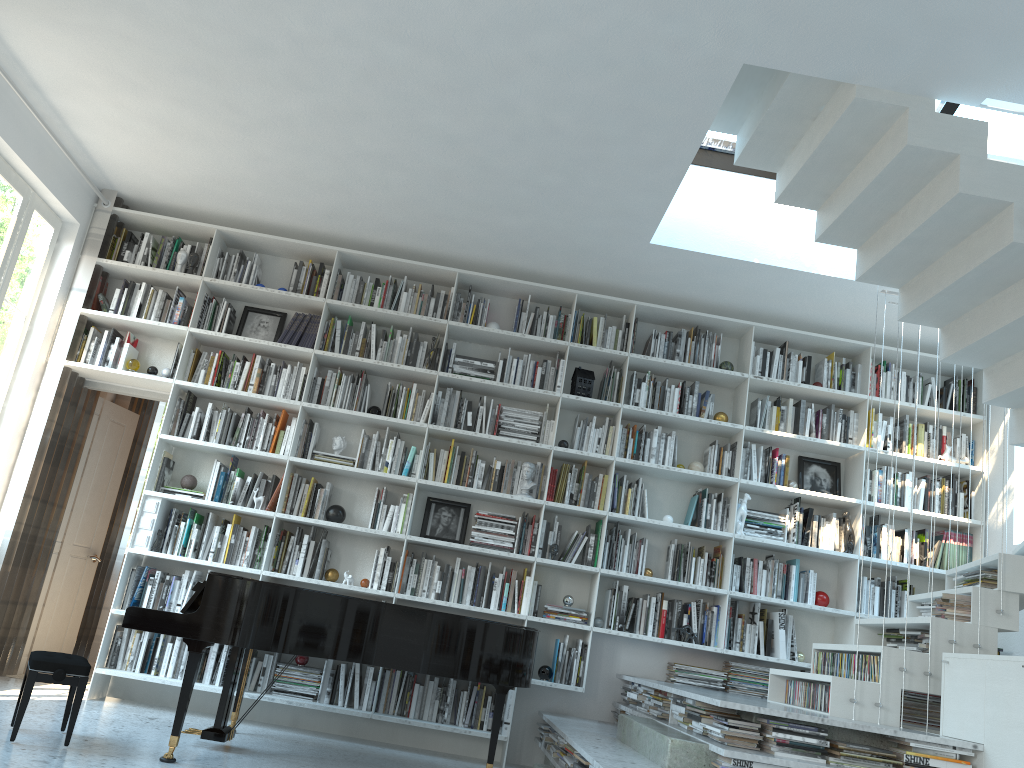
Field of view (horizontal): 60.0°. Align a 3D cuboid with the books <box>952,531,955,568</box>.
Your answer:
[{"bbox_3d":[2.971,1.159,6.065,0.018,0.292,0.170,10,-15,-1],"label":"books"}]

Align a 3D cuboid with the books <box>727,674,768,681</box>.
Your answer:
[{"bbox_3d":[1.525,1.911,5.778,0.254,0.005,0.161,10,-16,-1],"label":"books"}]

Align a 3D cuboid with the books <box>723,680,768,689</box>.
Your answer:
[{"bbox_3d":[1.521,1.954,5.757,0.254,0.007,0.161,11,-16,-5],"label":"books"}]

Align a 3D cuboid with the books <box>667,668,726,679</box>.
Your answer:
[{"bbox_3d":[1.197,1.878,5.759,0.345,0.007,0.194,9,-16,0],"label":"books"}]

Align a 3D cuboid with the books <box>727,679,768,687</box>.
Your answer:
[{"bbox_3d":[1.523,1.943,5.767,0.254,0.007,0.161,10,-16,0],"label":"books"}]

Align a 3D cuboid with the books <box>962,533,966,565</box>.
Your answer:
[{"bbox_3d":[3.043,1.171,6.062,0.018,0.292,0.170,10,-15,-1],"label":"books"}]

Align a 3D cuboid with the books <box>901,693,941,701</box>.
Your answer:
[{"bbox_3d":[2.682,2.052,5.816,0.254,0.009,0.161,9,-16,2],"label":"books"}]

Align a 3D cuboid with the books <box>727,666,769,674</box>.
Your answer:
[{"bbox_3d":[1.537,1.862,5.781,0.254,0.005,0.161,11,-16,-6],"label":"books"}]

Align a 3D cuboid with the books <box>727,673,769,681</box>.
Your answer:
[{"bbox_3d":[1.526,1.904,5.776,0.285,0.005,0.160,11,-16,-3],"label":"books"}]

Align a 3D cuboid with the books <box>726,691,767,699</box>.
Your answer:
[{"bbox_3d":[1.509,2.013,5.743,0.254,0.007,0.161,9,-16,1],"label":"books"}]

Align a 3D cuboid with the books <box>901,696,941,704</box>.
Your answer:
[{"bbox_3d":[2.678,2.070,5.814,0.254,0.009,0.161,9,-16,1],"label":"books"}]

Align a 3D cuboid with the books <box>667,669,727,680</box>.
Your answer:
[{"bbox_3d":[1.196,1.884,5.754,0.346,0.007,0.194,11,-16,-4],"label":"books"}]

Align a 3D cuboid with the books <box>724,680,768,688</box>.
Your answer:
[{"bbox_3d":[1.522,1.947,5.759,0.285,0.007,0.160,11,-16,-5],"label":"books"}]

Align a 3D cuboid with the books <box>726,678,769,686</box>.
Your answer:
[{"bbox_3d":[1.525,1.934,5.760,0.285,0.007,0.160,11,-16,-6],"label":"books"}]

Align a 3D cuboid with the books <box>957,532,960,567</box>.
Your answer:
[{"bbox_3d":[3.007,1.165,6.062,0.018,0.292,0.170,10,-15,-1],"label":"books"}]

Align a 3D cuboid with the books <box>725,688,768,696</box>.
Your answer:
[{"bbox_3d":[1.512,1.995,5.755,0.254,0.007,0.161,10,-16,-1],"label":"books"}]

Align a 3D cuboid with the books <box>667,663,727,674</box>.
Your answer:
[{"bbox_3d":[1.201,1.849,5.767,0.346,0.007,0.194,11,-16,-3],"label":"books"}]

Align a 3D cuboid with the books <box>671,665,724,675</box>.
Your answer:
[{"bbox_3d":[1.200,1.857,5.765,0.308,0.008,0.195,9,-16,0],"label":"books"}]

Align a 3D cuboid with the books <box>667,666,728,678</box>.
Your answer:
[{"bbox_3d":[1.198,1.868,5.753,0.346,0.007,0.194,11,-16,-6],"label":"books"}]

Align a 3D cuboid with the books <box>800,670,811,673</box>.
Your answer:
[{"bbox_3d":[2.025,1.901,5.773,0.204,0.035,0.267,10,-16,0],"label":"books"}]

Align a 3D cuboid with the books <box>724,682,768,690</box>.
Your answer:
[{"bbox_3d":[1.520,1.961,5.760,0.285,0.007,0.160,9,-16,0],"label":"books"}]

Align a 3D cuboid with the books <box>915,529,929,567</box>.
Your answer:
[{"bbox_3d":[2.793,1.139,6.068,0.026,0.277,0.170,10,-15,-1],"label":"books"}]

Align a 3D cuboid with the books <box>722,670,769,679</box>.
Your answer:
[{"bbox_3d":[1.528,1.895,5.781,0.285,0.005,0.160,10,-16,0],"label":"books"}]

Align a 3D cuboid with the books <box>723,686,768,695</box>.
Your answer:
[{"bbox_3d":[1.513,1.988,5.755,0.254,0.007,0.161,10,-16,0],"label":"books"}]

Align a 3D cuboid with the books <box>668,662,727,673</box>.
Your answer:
[{"bbox_3d":[1.203,1.842,5.769,0.345,0.007,0.194,9,-16,0],"label":"books"}]

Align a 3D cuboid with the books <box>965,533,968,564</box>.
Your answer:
[{"bbox_3d":[3.060,1.175,6.068,0.018,0.292,0.170,10,-15,-1],"label":"books"}]

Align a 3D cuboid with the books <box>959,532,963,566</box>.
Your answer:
[{"bbox_3d":[3.024,1.169,6.067,0.018,0.292,0.170,10,-15,-1],"label":"books"}]

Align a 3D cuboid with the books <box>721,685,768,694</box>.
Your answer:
[{"bbox_3d":[1.515,1.980,5.750,0.285,0.007,0.160,11,-16,-5],"label":"books"}]

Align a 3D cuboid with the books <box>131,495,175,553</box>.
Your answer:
[{"bbox_3d":[-2.308,0.910,5.712,0.106,0.339,0.308,10,-16,-1],"label":"books"}]

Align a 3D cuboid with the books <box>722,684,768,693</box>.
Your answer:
[{"bbox_3d":[1.519,1.973,5.749,0.285,0.007,0.160,9,-16,3],"label":"books"}]

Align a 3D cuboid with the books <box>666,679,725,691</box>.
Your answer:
[{"bbox_3d":[1.181,1.947,5.734,0.345,0.007,0.194,9,-16,2],"label":"books"}]

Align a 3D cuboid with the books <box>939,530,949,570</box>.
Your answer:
[{"bbox_3d":[2.929,1.152,6.064,0.033,0.293,0.170,10,-15,-1],"label":"books"}]

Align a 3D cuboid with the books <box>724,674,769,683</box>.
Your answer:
[{"bbox_3d":[1.527,1.917,5.777,0.285,0.007,0.160,10,-16,-1],"label":"books"}]

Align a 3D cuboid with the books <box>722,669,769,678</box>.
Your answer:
[{"bbox_3d":[1.529,1.890,5.782,0.285,0.005,0.160,10,-16,-2],"label":"books"}]

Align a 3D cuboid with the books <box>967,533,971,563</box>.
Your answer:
[{"bbox_3d":[3.079,1.176,6.058,0.018,0.292,0.170,10,-15,-1],"label":"books"}]

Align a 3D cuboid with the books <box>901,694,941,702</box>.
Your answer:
[{"bbox_3d":[2.680,2.061,5.816,0.285,0.009,0.160,9,-16,1],"label":"books"}]

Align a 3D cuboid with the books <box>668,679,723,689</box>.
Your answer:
[{"bbox_3d":[1.182,1.940,5.736,0.308,0.008,0.195,11,-16,-5],"label":"books"}]

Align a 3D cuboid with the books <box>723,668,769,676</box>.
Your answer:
[{"bbox_3d":[1.531,1.877,5.778,0.285,0.005,0.160,11,-16,-5],"label":"books"}]

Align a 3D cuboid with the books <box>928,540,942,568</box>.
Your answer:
[{"bbox_3d":[2.845,1.178,6.050,0.088,0.216,0.167,10,-16,-1],"label":"books"}]

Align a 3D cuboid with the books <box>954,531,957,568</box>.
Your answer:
[{"bbox_3d":[2.989,1.163,6.066,0.018,0.292,0.170,10,-15,-1],"label":"books"}]

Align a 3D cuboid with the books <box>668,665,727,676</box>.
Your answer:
[{"bbox_3d":[1.199,1.864,5.763,0.345,0.007,0.194,9,-16,0],"label":"books"}]

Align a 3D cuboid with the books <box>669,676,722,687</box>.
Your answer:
[{"bbox_3d":[1.184,1.925,5.740,0.308,0.008,0.195,9,-16,2],"label":"books"}]

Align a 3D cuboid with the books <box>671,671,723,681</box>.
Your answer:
[{"bbox_3d":[1.195,1.890,5.748,0.308,0.008,0.195,9,-16,3],"label":"books"}]

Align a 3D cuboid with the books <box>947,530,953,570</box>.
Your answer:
[{"bbox_3d":[2.954,1.153,6.052,0.018,0.292,0.170,10,-15,-1],"label":"books"}]

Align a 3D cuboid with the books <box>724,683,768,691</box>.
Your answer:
[{"bbox_3d":[1.519,1.967,5.754,0.254,0.007,0.161,11,-16,-5],"label":"books"}]

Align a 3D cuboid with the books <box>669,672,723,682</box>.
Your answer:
[{"bbox_3d":[1.190,1.900,5.758,0.308,0.008,0.195,10,-16,-1],"label":"books"}]

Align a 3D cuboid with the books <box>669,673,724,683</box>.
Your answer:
[{"bbox_3d":[1.189,1.904,5.743,0.308,0.008,0.195,11,-16,-6],"label":"books"}]

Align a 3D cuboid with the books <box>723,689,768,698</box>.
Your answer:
[{"bbox_3d":[1.510,2.008,5.752,0.285,0.007,0.160,10,-16,-1],"label":"books"}]

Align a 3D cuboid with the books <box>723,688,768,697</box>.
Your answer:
[{"bbox_3d":[1.512,1.999,5.745,0.254,0.007,0.161,9,-16,2],"label":"books"}]

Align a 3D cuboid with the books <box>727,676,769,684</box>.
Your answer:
[{"bbox_3d":[1.526,1.923,5.773,0.285,0.007,0.160,10,-16,0],"label":"books"}]

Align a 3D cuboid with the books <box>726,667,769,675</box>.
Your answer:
[{"bbox_3d":[1.535,1.873,5.780,0.254,0.005,0.161,9,-16,2],"label":"books"}]

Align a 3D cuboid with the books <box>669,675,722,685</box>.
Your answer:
[{"bbox_3d":[1.185,1.920,5.747,0.308,0.008,0.195,9,-16,0],"label":"books"}]

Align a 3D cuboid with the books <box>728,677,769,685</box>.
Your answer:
[{"bbox_3d":[1.525,1.930,5.771,0.254,0.007,0.161,10,-16,0],"label":"books"}]

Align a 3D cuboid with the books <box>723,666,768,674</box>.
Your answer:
[{"bbox_3d":[1.536,1.868,5.783,0.285,0.005,0.160,11,-16,-4],"label":"books"}]

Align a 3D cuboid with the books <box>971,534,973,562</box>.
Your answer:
[{"bbox_3d":[3.096,1.182,6.069,0.018,0.292,0.170,10,-15,-1],"label":"books"}]

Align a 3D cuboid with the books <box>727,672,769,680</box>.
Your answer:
[{"bbox_3d":[1.527,1.900,5.779,0.254,0.005,0.161,10,-16,-2],"label":"books"}]

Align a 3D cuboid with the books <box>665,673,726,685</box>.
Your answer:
[{"bbox_3d":[1.188,1.913,5.749,0.346,0.007,0.194,11,-16,-3],"label":"books"}]

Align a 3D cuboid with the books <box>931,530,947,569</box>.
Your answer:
[{"bbox_3d":[2.891,1.148,6.063,0.072,0.290,0.170,10,-15,-1],"label":"books"}]

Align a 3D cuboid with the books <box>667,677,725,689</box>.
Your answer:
[{"bbox_3d":[1.183,1.932,5.735,0.345,0.007,0.194,9,-16,3],"label":"books"}]
